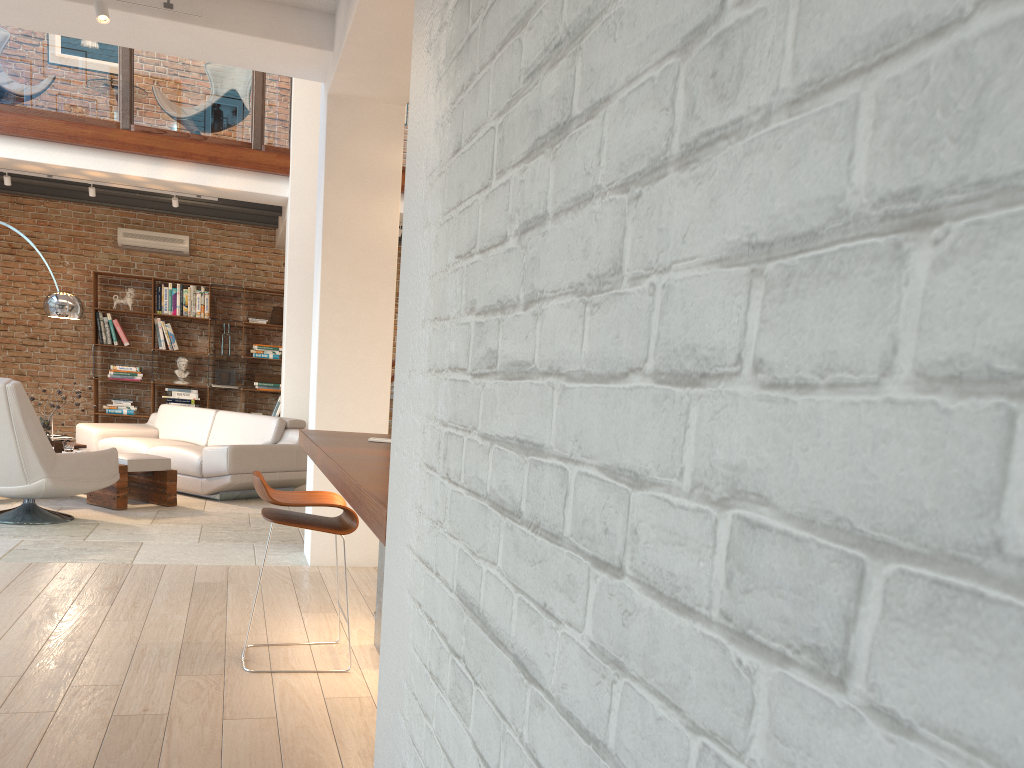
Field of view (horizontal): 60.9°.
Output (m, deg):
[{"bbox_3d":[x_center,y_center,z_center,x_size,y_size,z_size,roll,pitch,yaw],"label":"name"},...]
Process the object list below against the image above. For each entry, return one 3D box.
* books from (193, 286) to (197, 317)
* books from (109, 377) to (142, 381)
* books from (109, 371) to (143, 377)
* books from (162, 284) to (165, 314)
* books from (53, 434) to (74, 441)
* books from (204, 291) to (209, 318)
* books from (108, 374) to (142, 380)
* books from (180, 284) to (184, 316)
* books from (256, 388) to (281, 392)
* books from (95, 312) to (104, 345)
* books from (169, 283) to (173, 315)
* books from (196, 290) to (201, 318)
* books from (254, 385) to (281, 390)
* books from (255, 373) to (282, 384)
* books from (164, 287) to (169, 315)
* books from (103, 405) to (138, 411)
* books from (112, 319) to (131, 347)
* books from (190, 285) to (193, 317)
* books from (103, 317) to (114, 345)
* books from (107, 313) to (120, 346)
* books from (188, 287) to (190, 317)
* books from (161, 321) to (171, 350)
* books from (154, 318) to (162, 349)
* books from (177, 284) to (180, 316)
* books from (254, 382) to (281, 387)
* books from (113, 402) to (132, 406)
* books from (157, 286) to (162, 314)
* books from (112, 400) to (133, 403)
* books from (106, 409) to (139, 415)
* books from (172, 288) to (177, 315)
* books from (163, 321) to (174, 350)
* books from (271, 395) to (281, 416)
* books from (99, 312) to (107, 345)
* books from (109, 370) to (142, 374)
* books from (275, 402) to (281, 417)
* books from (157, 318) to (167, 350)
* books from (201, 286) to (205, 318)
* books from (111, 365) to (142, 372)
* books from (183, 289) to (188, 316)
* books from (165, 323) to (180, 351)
[{"bbox_3d":[-3.966,-1.024,10.911,0.036,0.391,0.238,1,8,-18],"label":"books"},{"bbox_3d":[-4.801,-0.058,10.840,0.356,0.021,0.267,5,0,-18],"label":"books"},{"bbox_3d":[-4.790,-0.124,10.817,0.381,0.037,0.240,5,0,-24],"label":"books"},{"bbox_3d":[-4.320,-1.039,10.809,0.021,0.366,0.265,1,7,-18],"label":"books"},{"bbox_3d":[-4.155,0.491,7.760,0.249,0.076,0.396,5,0,15],"label":"books"},{"bbox_3d":[-3.837,-0.985,10.975,0.056,0.336,0.249,1,7,-18],"label":"books"},{"bbox_3d":[-4.805,-0.088,10.826,0.381,0.037,0.240,5,0,-22],"label":"books"},{"bbox_3d":[-4.110,-1.036,10.865,0.036,0.391,0.238,1,8,-18],"label":"books"},{"bbox_3d":[-3.148,0.077,11.379,0.357,0.021,0.267,5,0,-19],"label":"books"},{"bbox_3d":[-5.027,-0.678,10.655,0.091,0.392,0.238,1,8,-18],"label":"books"},{"bbox_3d":[-4.234,-1.046,10.821,0.036,0.391,0.238,1,8,-18],"label":"books"},{"bbox_3d":[-3.923,-0.992,10.925,0.056,0.336,0.249,1,7,-18],"label":"books"},{"bbox_3d":[-3.163,0.047,11.383,0.381,0.037,0.240,5,0,-22],"label":"books"},{"bbox_3d":[-3.170,-0.070,11.332,0.336,0.121,0.209,4,2,-18],"label":"books"},{"bbox_3d":[-4.279,-1.022,10.807,0.056,0.336,0.249,1,7,-18],"label":"books"},{"bbox_3d":[-4.881,0.297,10.890,0.381,0.037,0.240,5,0,-18],"label":"books"},{"bbox_3d":[-4.810,-0.627,10.750,0.195,0.325,0.249,2,6,-18],"label":"books"},{"bbox_3d":[-4.005,-1.027,10.913,0.036,0.391,0.238,1,8,-18],"label":"books"},{"bbox_3d":[-4.953,-0.646,10.711,0.103,0.341,0.249,2,7,-18],"label":"books"},{"bbox_3d":[-4.888,-0.665,10.695,0.121,0.389,0.238,2,7,-18],"label":"books"},{"bbox_3d":[-4.030,-1.016,10.893,0.021,0.366,0.265,1,7,-18],"label":"books"},{"bbox_3d":[-4.312,-0.599,10.888,0.125,0.356,0.265,2,7,-18],"label":"books"},{"bbox_3d":[-4.402,-0.624,10.870,0.101,0.391,0.238,1,8,-18],"label":"books"},{"bbox_3d":[-4.142,-1.038,10.844,0.036,0.391,0.238,1,8,-18],"label":"books"},{"bbox_3d":[-3.163,0.010,11.340,0.381,0.037,0.240,5,0,-19],"label":"books"},{"bbox_3d":[-4.868,0.244,10.898,0.206,0.034,0.130,5,0,-18],"label":"books"},{"bbox_3d":[-4.359,-1.028,10.801,0.056,0.336,0.249,1,7,-18],"label":"books"},{"bbox_3d":[-4.873,0.217,10.898,0.237,0.019,0.168,5,0,-25],"label":"books"},{"bbox_3d":[-4.863,0.345,10.897,0.327,0.056,0.250,5,0,-8],"label":"books"},{"bbox_3d":[-4.196,-1.015,10.853,0.056,0.336,0.249,1,7,-18],"label":"books"},{"bbox_3d":[-4.294,-0.598,10.904,0.125,0.356,0.265,2,7,-18],"label":"books"},{"bbox_3d":[-3.106,0.331,11.454,0.163,0.380,0.238,2,7,-18],"label":"books"},{"bbox_3d":[-4.994,-0.676,10.674,0.091,0.392,0.238,1,8,-18],"label":"books"},{"bbox_3d":[-4.796,-0.153,10.830,0.357,0.021,0.267,5,0,-19],"label":"books"},{"bbox_3d":[-3.059,0.334,11.444,0.161,0.380,0.238,2,7,-18],"label":"books"},{"bbox_3d":[-4.359,-0.620,10.860,0.104,0.391,0.238,1,8,-18],"label":"books"},{"bbox_3d":[-3.877,-1.017,10.940,0.036,0.391,0.238,1,8,-18],"label":"books"},{"bbox_3d":[-4.784,-0.191,10.824,0.327,0.056,0.250,5,0,-15],"label":"books"},{"bbox_3d":[-4.064,-1.004,10.870,0.056,0.336,0.249,1,7,-18],"label":"books"},{"bbox_3d":[-4.245,-0.585,10.906,0.158,0.336,0.249,2,7,-18],"label":"books"}]
